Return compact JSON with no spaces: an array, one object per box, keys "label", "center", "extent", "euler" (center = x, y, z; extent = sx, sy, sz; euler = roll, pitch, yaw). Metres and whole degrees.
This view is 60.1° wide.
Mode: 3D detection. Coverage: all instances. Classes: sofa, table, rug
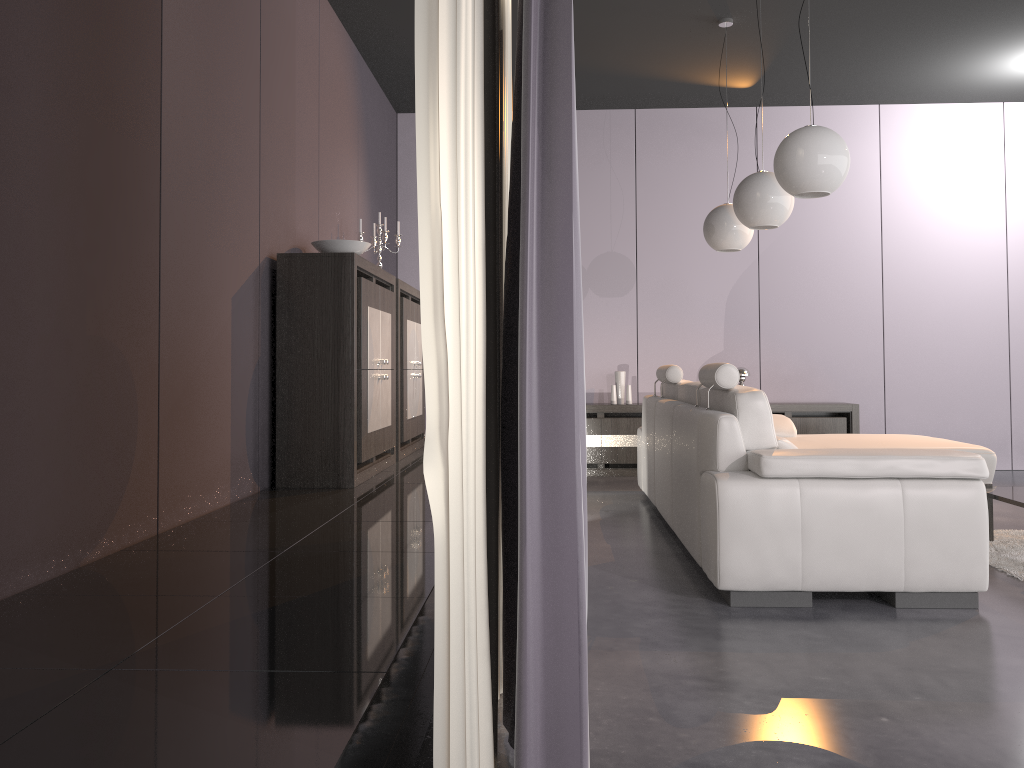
[{"label":"sofa","center":[1.694,0.324,4.462],"extent":[1.868,0.860,2.860],"euler":[0,1,3]},{"label":"table","center":[2.453,0.615,3.742],"extent":[0.700,0.271,0.904],"euler":[0,1,3]},{"label":"rug","center":[2.444,0.753,3.724],"extent":[0.916,0.023,1.525],"euler":[0,1,3]}]

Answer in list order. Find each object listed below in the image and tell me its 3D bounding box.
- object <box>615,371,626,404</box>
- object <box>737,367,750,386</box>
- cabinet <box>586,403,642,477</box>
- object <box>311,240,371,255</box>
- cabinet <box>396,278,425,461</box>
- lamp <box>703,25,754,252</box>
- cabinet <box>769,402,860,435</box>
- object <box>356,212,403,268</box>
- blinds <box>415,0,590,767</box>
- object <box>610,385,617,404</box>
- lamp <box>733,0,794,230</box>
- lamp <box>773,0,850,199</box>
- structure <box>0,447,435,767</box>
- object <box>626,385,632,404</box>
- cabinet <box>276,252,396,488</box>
[{"label":"object","center":[0.874,0.028,7.148],"extent":[0.089,0.264,0.089],"euler":[1,-2,-36]},{"label":"object","center":[1.828,0.008,7.062],"extent":[0.140,0.284,0.140],"euler":[0,-1,3]},{"label":"cabinet","center":[0.701,0.439,7.072],"extent":[1.072,0.556,0.377],"euler":[0,-1,3]},{"label":"object","center":[-0.887,-0.670,4.604],"extent":[0.309,0.117,0.309],"euler":[0,1,36]},{"label":"cabinet","center":[-0.797,-0.093,5.746],"extent":[0.411,1.076,1.071],"euler":[0,0,3]},{"label":"lamp","center":[1.335,-1.530,5.492],"extent":[0.306,1.417,0.306],"euler":[0,-2,6]},{"label":"cabinet","center":[2.147,0.433,7.006],"extent":[1.072,0.556,0.377],"euler":[0,-1,3]},{"label":"object","center":[-0.826,-0.849,5.522],"extent":[0.229,0.446,0.229],"euler":[-1,-1,20]},{"label":"blinds","center":[0.034,-0.700,1.921],"extent":[0.248,3.000,3.286],"euler":[0,0,3]},{"label":"object","center":[0.810,0.085,7.062],"extent":[0.051,0.152,0.051],"euler":[0,-2,-19]},{"label":"lamp","center":[1.298,-1.516,4.603],"extent":[0.306,1.417,0.306],"euler":[0,-2,6]},{"label":"lamp","center":[1.258,-1.502,3.749],"extent":[0.307,1.417,0.306],"euler":[1,-2,-30]},{"label":"structure","center":[-0.684,0.649,2.356],"extent":[1.000,0.301,8.766],"euler":[0,1,3]},{"label":"object","center":[0.931,0.085,7.056],"extent":[0.051,0.152,0.051],"euler":[0,-2,-19]},{"label":"cabinet","center":[-0.851,-0.074,4.583],"extent":[0.411,1.076,1.071],"euler":[0,0,3]}]
